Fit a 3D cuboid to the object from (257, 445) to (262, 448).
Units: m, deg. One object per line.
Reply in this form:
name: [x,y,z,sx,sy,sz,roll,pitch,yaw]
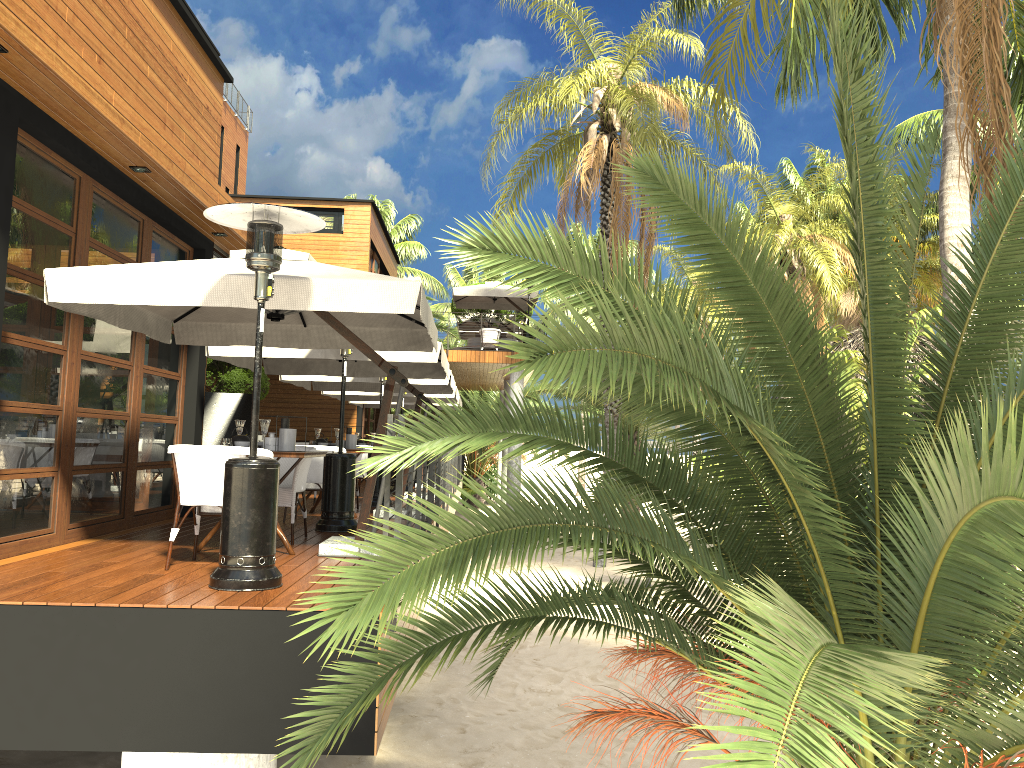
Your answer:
object: [-1.872,0.469,6.489,0.080,0.042,0.080,2,-4,-11]

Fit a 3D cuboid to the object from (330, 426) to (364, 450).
object: [-1.877,0.611,10.100,0.263,0.264,0.263,-3,-6,43]

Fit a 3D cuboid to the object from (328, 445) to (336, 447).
object: [-2.008,0.703,9.884,0.080,0.042,0.080,2,-4,-11]

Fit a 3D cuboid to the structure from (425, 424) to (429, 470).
structure: [-2.150,1.206,21.800,0.699,2.196,0.698,3,-5,-14]

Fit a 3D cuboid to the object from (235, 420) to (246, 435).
object: [-2.124,0.395,6.910,0.082,0.227,0.082,2,-5,-1]

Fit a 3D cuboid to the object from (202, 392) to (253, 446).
object: [-3.559,0.804,10.904,0.768,1.399,0.770,3,-5,-18]

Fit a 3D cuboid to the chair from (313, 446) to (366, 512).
chair: [-2.111,1.140,10.765,0.627,0.789,0.616,2,-5,-1]

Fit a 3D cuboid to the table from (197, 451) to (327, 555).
table: [-1.942,0.874,6.646,0.931,0.750,0.930,2,-4,-2]

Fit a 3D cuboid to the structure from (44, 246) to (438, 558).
structure: [-1.844,0.096,6.785,2.413,2.336,2.410,2,-5,-2]

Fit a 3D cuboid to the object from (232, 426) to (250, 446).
object: [-2.041,0.409,6.690,0.168,0.179,0.163,2,-5,-4]

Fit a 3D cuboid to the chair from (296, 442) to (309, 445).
chair: [-4.921,1.726,20.252,0.627,0.789,0.616,-3,-6,44]

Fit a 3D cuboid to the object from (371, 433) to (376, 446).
object: [-2.073,0.839,13.215,0.082,0.227,0.082,2,-5,-1]

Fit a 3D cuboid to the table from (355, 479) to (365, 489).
table: [-2.211,1.340,13.387,0.931,0.750,0.930,2,-4,-2]

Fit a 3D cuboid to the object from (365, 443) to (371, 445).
object: [-2.229,0.948,13.624,0.116,0.065,0.116,2,-4,-4]

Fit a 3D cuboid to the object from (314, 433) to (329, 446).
object: [-2.177,0.643,10.085,0.168,0.179,0.163,2,-5,-4]

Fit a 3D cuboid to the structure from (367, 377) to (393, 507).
structure: [-1.752,0.517,11.829,0.699,2.196,0.698,3,-5,-14]

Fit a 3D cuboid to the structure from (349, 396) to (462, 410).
structure: [-2.380,1.024,20.230,2.413,2.336,2.410,2,-5,-2]

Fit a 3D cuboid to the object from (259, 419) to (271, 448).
object: [-1.803,0.372,6.455,0.082,0.227,0.082,2,-5,-1]

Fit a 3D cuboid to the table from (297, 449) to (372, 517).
table: [-2.076,1.107,10.017,0.931,0.750,0.930,2,-4,-2]

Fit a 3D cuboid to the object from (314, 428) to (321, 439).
object: [-2.260,0.629,10.305,0.082,0.227,0.082,2,-5,-1]

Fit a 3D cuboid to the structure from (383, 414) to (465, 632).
structure: [-1.200,1.640,17.816,0.163,1.155,26.227,2,-4,-2]

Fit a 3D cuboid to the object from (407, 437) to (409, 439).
object: [-2.342,1.305,19.967,0.082,0.227,0.082,2,-5,-1]

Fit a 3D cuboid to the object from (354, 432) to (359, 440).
object: [-2.394,0.862,13.669,0.082,0.227,0.082,3,-5,-13]

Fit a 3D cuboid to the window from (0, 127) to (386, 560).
window: [-8.720,-6.765,23.730,14.481,17.992,38.376,4,-5,-25]

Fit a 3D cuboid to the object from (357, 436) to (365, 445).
object: [-2.313,0.875,13.451,0.163,0.179,0.167,2,-5,0]

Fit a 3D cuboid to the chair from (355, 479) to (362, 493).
chair: [-2.249,1.380,14.238,0.627,0.789,0.616,2,-5,-1]

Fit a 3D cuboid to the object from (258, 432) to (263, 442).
object: [-5.652,1.177,19.704,0.263,0.264,0.263,-3,-6,44]

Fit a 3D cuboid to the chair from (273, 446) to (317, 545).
chair: [-1.977,0.910,7.425,0.627,0.789,0.616,2,-5,-1]

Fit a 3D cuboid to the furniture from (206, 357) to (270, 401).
furniture: [-6.177,0.542,17.425,2.615,2.727,2.691,3,-5,-11]

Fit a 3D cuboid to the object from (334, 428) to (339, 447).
object: [-1.938,0.607,9.851,0.082,0.227,0.082,2,-5,-1]

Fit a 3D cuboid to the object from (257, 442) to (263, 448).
object: [-1.959,0.481,6.865,0.116,0.065,0.116,1,-4,2]

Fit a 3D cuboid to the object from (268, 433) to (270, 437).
object: [-5.361,1.195,19.624,0.082,0.227,0.082,-2,-6,33]

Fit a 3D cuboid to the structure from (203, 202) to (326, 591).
structure: [-1.486,0.057,5.155,0.699,2.196,0.698,3,-5,-14]

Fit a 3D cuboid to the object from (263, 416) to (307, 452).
object: [-1.742,0.377,6.705,0.263,0.264,0.263,-3,-6,43]

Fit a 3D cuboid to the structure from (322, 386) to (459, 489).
structure: [-2.246,0.792,16.869,2.413,2.336,2.410,2,-5,-2]

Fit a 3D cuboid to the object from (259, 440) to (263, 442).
object: [-5.513,1.265,19.491,0.116,0.065,0.116,3,-5,-19]

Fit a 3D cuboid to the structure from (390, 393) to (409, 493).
structure: [-1.884,0.746,15.144,0.699,2.196,0.698,3,-5,-14]

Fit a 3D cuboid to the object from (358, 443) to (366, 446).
object: [-2.241,0.921,13.244,0.116,0.065,0.116,2,-4,-4]

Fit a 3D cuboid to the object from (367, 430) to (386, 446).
object: [-2.011,0.843,13.464,0.263,0.264,0.263,-3,-6,43]

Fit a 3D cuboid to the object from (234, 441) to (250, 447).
object: [-1.972,0.454,6.485,0.116,0.065,0.116,1,-4,2]

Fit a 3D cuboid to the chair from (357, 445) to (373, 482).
chair: [-2.210,1.269,12.632,0.627,0.789,0.616,2,-5,-1]

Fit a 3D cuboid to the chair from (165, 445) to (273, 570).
chair: [-1.939,0.799,5.830,0.627,0.789,0.616,2,-5,-1]

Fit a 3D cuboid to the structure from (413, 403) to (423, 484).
structure: [-2.017,0.976,18.468,0.699,2.196,0.698,3,-5,-14]

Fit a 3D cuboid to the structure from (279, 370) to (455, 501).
structure: [-2.112,0.560,13.507,2.413,2.336,2.410,2,-5,-2]

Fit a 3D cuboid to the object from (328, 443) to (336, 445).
object: [-2.095,0.715,10.260,0.116,0.065,0.116,1,-4,2]

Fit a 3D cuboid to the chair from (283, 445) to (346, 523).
chair: [-2.074,1.033,9.217,0.627,0.789,0.616,2,-5,-1]

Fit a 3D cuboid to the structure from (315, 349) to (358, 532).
structure: [-1.617,0.284,8.446,0.699,2.196,0.698,3,-5,-14]

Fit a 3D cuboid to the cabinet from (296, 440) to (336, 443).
cabinet: [-5.252,1.826,22.102,1.611,0.839,0.556,2,-5,-2]

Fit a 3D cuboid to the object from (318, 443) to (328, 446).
object: [-2.107,0.688,9.880,0.116,0.065,0.116,1,-4,2]

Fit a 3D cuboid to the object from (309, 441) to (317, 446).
object: [-2.217,0.673,9.861,0.086,0.086,0.086,1,-5,3]

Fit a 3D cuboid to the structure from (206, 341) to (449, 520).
structure: [-1.978,0.328,10.146,2.413,2.336,2.410,2,-5,-2]

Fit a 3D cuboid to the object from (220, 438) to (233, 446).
object: [-2.081,0.438,6.465,0.086,0.086,0.086,1,-5,3]
